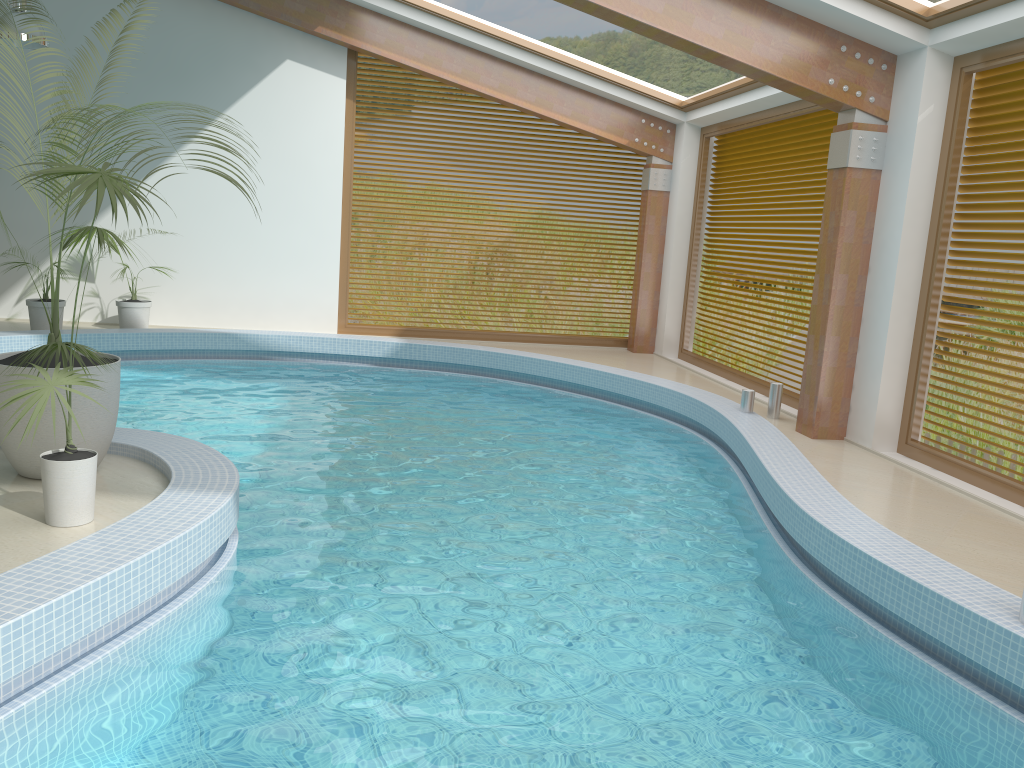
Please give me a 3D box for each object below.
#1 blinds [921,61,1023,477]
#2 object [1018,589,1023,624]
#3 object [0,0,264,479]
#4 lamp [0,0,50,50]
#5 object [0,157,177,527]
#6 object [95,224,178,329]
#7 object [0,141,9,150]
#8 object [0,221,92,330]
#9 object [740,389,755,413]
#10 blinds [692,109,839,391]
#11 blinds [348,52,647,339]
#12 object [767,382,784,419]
[{"bbox_3d":[3.741,-0.552,4.930,0.095,2.921,4.200,2,10,-10],"label":"blinds"},{"bbox_3d":[2.146,0.884,3.616,0.115,0.194,0.115,10,11,30],"label":"object"},{"bbox_3d":[-2.415,-0.933,4.603,2.979,2.960,2.729,5,10,7],"label":"object"},{"bbox_3d":[-4.512,-4.122,8.076,0.506,1.958,0.505,2,10,-10],"label":"lamp"},{"bbox_3d":[-1.981,-0.169,4.103,0.791,1.695,1.059,0,10,-23],"label":"object"},{"bbox_3d":[-4.625,-1.289,10.734,1.067,1.310,0.822,4,10,2],"label":"object"},{"bbox_3d":[-6.611,-1.992,9.099,2.729,2.960,2.979,-1,11,-29],"label":"object"},{"bbox_3d":[-5.297,-1.242,10.184,0.822,1.310,1.067,9,11,29],"label":"object"},{"bbox_3d":[2.099,0.146,7.899,0.115,0.204,0.115,10,11,30],"label":"object"},{"bbox_3d":[2.918,-1.441,9.814,0.095,2.921,4.200,2,10,-10],"label":"blinds"},{"bbox_3d":[-0.133,-2.645,12.287,4.500,4.025,0.099,2,10,-10],"label":"blinds"},{"bbox_3d":[2.409,0.152,8.122,0.115,0.320,0.115,12,12,38],"label":"object"}]
